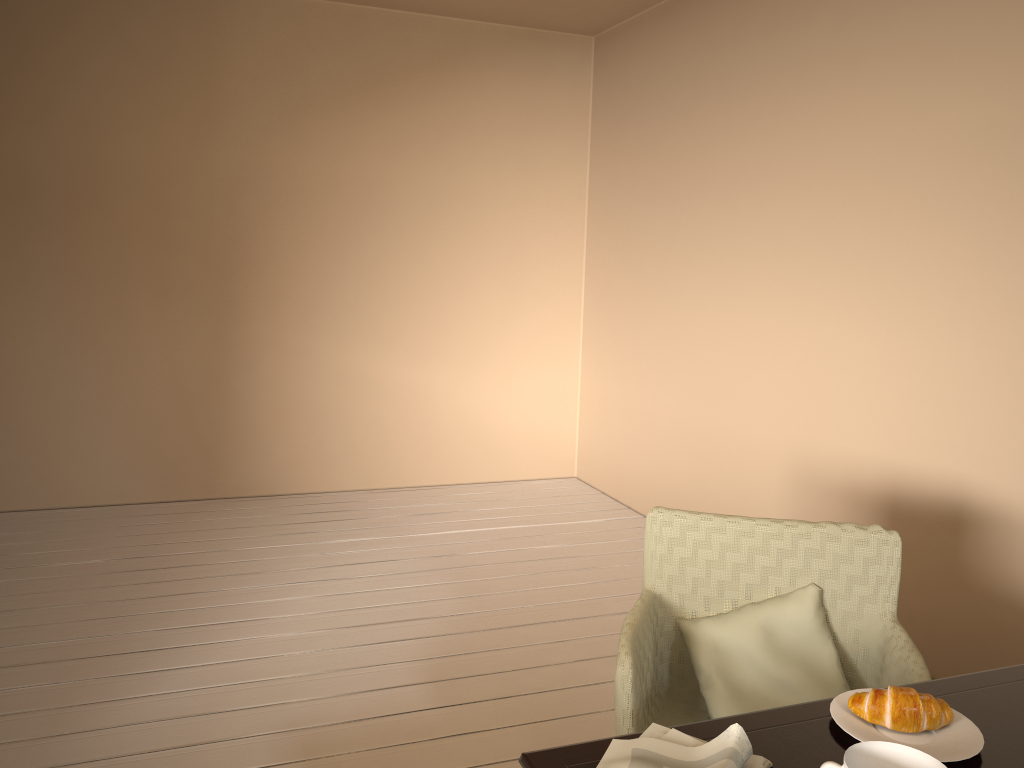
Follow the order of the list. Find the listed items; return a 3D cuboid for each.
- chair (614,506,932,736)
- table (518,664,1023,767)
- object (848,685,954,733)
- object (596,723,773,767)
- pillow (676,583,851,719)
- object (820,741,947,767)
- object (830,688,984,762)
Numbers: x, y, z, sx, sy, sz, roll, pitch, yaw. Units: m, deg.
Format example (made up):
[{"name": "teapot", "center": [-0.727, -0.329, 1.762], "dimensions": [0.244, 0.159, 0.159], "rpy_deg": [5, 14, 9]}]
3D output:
[{"name": "chair", "center": [0.489, 0.712, 1.745], "dimensions": [0.564, 0.798, 0.563], "rpy_deg": [4, 7, 15]}, {"name": "table", "center": [0.778, 0.929, 0.416], "dimensions": [0.918, 0.651, 1.999], "rpy_deg": [-1, 8, -21]}, {"name": "object", "center": [0.544, 0.449, 1.234], "dimensions": [0.138, 0.051, 0.062], "rpy_deg": [2, 7, -2]}, {"name": "object", "center": [0.203, 0.455, 1.100], "dimensions": [0.197, 0.063, 0.205], "rpy_deg": [7, 9, 31]}, {"name": "pillow", "center": [0.530, 0.570, 1.835], "dimensions": [0.316, 0.294, 0.248], "rpy_deg": [1, 7, -8]}, {"name": "object", "center": [0.434, 0.471, 1.007], "dimensions": [0.125, 0.069, 0.117], "rpy_deg": [-2, 8, -27]}, {"name": "object", "center": [0.542, 0.474, 1.225], "dimensions": [0.195, 0.014, 0.195], "rpy_deg": [-6, 11, -45]}]
